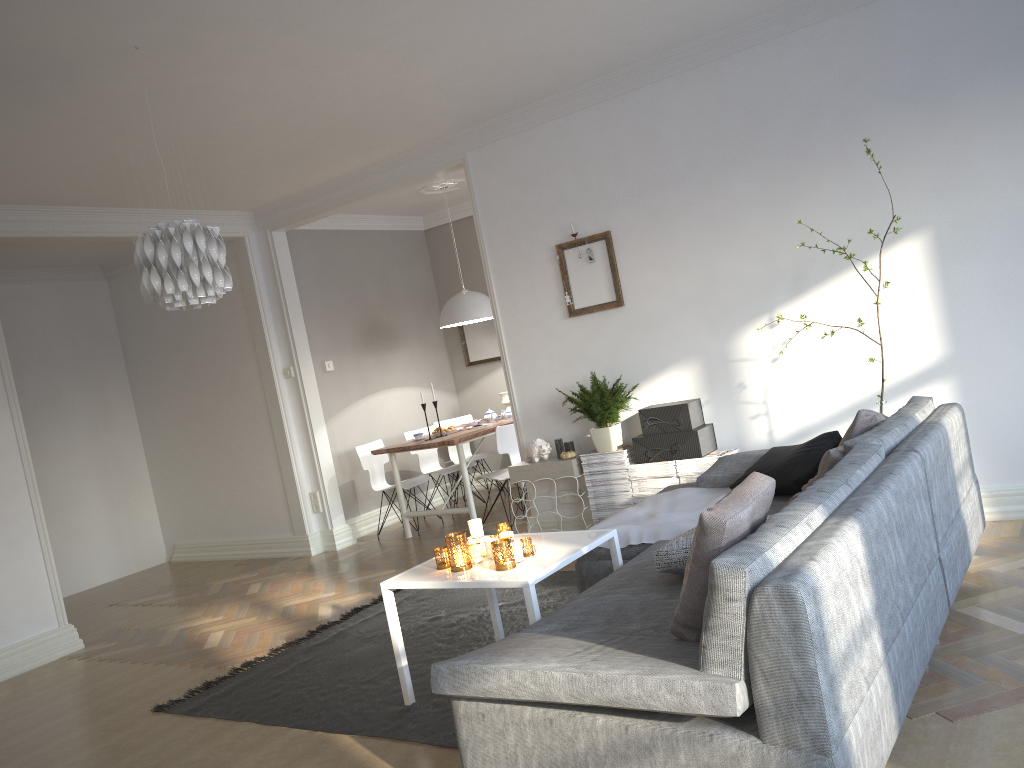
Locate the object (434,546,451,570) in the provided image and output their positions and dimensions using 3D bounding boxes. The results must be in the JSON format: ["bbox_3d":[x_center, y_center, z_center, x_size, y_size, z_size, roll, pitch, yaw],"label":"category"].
[{"bbox_3d":[-0.278,0.697,3.551,0.060,0.079,0.059,-10,3,25],"label":"object"}]

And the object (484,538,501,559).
[{"bbox_3d":[-0.078,0.661,3.557,0.060,0.073,0.060,-12,3,-9],"label":"object"}]

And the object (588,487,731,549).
[{"bbox_3d":[0.756,0.772,4.133,0.726,0.437,0.810,-10,3,33],"label":"object"}]

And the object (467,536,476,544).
[{"bbox_3d":[-0.150,0.670,3.682,0.060,0.073,0.060,-10,3,15],"label":"object"}]

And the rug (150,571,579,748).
[{"bbox_3d":[-0.269,1.213,4.297,2.114,0.055,2.011,-10,2,34],"label":"rug"}]

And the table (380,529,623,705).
[{"bbox_3d":[0.002,0.938,3.588,0.716,0.505,0.673,-10,3,35],"label":"table"}]

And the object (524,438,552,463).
[{"bbox_3d":[0.165,0.425,5.728,0.137,0.150,0.311,-12,2,-25],"label":"object"}]

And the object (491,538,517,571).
[{"bbox_3d":[-0.032,0.643,3.343,0.080,0.104,0.080,-10,3,25],"label":"object"}]

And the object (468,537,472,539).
[{"bbox_3d":[-0.151,0.668,3.682,0.056,0.067,0.056,-11,2,-3],"label":"object"}]

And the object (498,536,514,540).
[{"bbox_3d":[-0.018,0.650,3.530,0.060,0.073,0.060,-13,3,-30],"label":"object"}]

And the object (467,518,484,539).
[{"bbox_3d":[-0.148,0.597,3.651,0.060,0.073,0.060,-13,3,-39],"label":"object"}]

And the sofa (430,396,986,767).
[{"bbox_3d":[0.757,0.689,3.381,1.557,0.773,2.627,-10,3,35],"label":"sofa"}]

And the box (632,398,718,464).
[{"bbox_3d":[0.936,0.281,5.241,0.420,0.316,0.298,-10,3,35],"label":"box"}]

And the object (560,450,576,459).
[{"bbox_3d":[0.353,0.445,5.580,0.099,0.046,0.104,-11,2,-9],"label":"object"}]

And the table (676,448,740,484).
[{"bbox_3d":[1.177,0.653,5.150,0.328,0.499,0.246,-9,3,35],"label":"table"}]

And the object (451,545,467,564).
[{"bbox_3d":[-0.209,0.687,3.542,0.060,0.073,0.060,-10,3,24],"label":"object"}]

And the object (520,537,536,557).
[{"bbox_3d":[0.063,0.639,3.473,0.054,0.068,0.047,-11,3,-5],"label":"object"}]

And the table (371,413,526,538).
[{"bbox_3d":[-0.153,0.703,7.616,0.854,0.751,1.982,-9,3,35],"label":"table"}]

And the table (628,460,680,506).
[{"bbox_3d":[0.922,0.697,5.329,0.328,0.499,0.246,-9,3,35],"label":"table"}]

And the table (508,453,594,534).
[{"bbox_3d":[0.294,0.769,5.718,0.554,0.576,0.298,-9,3,35],"label":"table"}]

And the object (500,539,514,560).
[{"bbox_3d":[-0.014,0.651,3.465,0.060,0.073,0.060,-13,3,-30],"label":"object"}]

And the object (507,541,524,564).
[{"bbox_3d":[0.014,0.648,3.404,0.060,0.073,0.060,-11,2,-3],"label":"object"}]

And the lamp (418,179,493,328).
[{"bbox_3d":[-0.466,-1.107,7.528,0.530,1.183,0.529,-9,4,42],"label":"lamp"}]

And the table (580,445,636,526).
[{"bbox_3d":[0.662,0.692,5.502,0.322,0.597,0.246,-9,3,35],"label":"table"}]

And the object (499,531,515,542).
[{"bbox_3d":[-0.017,0.646,3.633,0.060,0.073,0.060,-13,3,-30],"label":"object"}]

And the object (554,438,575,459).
[{"bbox_3d":[0.338,0.400,5.681,0.123,0.134,0.062,-12,3,-14],"label":"object"}]

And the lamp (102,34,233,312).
[{"bbox_3d":[-1.402,-0.834,3.576,0.354,1.066,0.354,-12,3,-13],"label":"lamp"}]

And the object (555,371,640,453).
[{"bbox_3d":[0.540,0.175,5.448,0.438,0.527,0.367,-9,3,35],"label":"object"}]

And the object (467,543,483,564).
[{"bbox_3d":[-0.147,0.675,3.528,0.060,0.073,0.060,-10,3,24],"label":"object"}]

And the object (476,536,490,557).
[{"bbox_3d":[-0.113,0.665,3.627,0.060,0.073,0.060,-10,3,15],"label":"object"}]

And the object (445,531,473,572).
[{"bbox_3d":[-0.212,0.656,3.467,0.090,0.140,0.086,-11,3,5],"label":"object"}]

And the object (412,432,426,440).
[{"bbox_3d":[-0.754,0.425,7.191,0.116,0.056,0.137,-12,2,-25],"label":"object"}]
